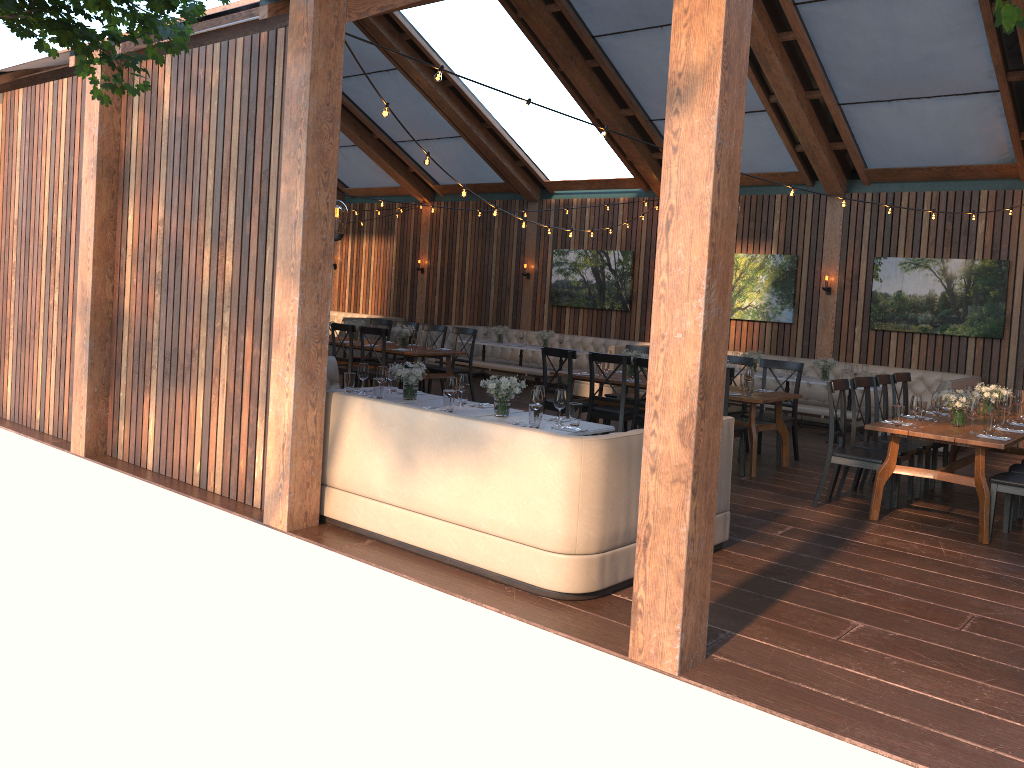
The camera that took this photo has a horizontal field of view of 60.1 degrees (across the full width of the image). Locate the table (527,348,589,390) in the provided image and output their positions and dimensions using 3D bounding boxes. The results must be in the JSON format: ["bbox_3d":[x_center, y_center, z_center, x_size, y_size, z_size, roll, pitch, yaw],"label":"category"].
[{"bbox_3d":[0.764,-0.196,13.990,0.801,0.670,0.799,7,6,39],"label":"table"}]

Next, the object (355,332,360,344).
[{"bbox_3d":[-2.073,-0.621,11.895,0.092,0.158,0.092,0,5,-44],"label":"object"}]

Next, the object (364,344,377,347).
[{"bbox_3d":[-1.847,-0.510,11.647,0.158,0.019,0.255,9,8,39],"label":"object"}]

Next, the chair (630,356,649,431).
[{"bbox_3d":[1.437,0.264,8.502,0.539,1.017,0.479,0,4,-45],"label":"chair"}]

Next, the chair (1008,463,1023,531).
[{"bbox_3d":[4.107,0.620,6.747,0.541,1.017,0.477,6,4,34],"label":"chair"}]

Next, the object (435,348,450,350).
[{"bbox_3d":[-0.934,-0.462,11.730,0.158,0.019,0.255,9,8,39],"label":"object"}]

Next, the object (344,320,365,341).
[{"bbox_3d":[-2.221,-0.760,12.400,0.330,0.308,0.336,7,5,35],"label":"object"}]

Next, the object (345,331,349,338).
[{"bbox_3d":[-2.386,-0.749,12.900,0.091,0.158,0.092,2,4,-24],"label":"object"}]

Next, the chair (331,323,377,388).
[{"bbox_3d":[-2.050,-0.265,11.386,0.479,1.017,0.539,6,4,42],"label":"chair"}]

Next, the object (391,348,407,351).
[{"bbox_3d":[-1.401,-0.442,11.274,0.158,0.019,0.255,9,8,39],"label":"object"}]

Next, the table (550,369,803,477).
[{"bbox_3d":[1.619,0.348,9.179,2.440,0.727,0.951,8,7,39],"label":"table"}]

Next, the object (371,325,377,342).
[{"bbox_3d":[-1.940,-0.709,12.399,0.092,0.244,0.092,6,4,37],"label":"object"}]

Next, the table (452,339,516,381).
[{"bbox_3d":[-0.488,-0.387,15.030,0.801,0.670,0.799,7,6,38],"label":"table"}]

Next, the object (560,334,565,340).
[{"bbox_3d":[0.790,-0.669,14.129,0.092,0.244,0.092,3,3,-3],"label":"object"}]

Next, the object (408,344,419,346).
[{"bbox_3d":[-1.384,-0.531,12.104,0.158,0.019,0.255,9,8,39],"label":"object"}]

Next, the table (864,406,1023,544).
[{"bbox_3d":[3.807,0.677,7.394,0.954,0.727,2.432,7,7,39],"label":"table"}]

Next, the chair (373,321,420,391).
[{"bbox_3d":[-1.664,-0.385,12.726,0.479,1.017,0.540,6,4,34],"label":"chair"}]

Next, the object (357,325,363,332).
[{"bbox_3d":[-2.066,-0.677,12.018,0.092,0.244,0.092,6,4,37],"label":"object"}]

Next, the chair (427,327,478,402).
[{"bbox_3d":[-0.805,-0.255,12.012,0.479,1.017,0.539,7,4,44],"label":"chair"}]

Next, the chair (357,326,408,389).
[{"bbox_3d":[-1.621,-0.199,11.029,0.479,1.017,0.540,6,4,34],"label":"chair"}]

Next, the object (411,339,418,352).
[{"bbox_3d":[-1.233,-0.492,11.182,0.092,0.158,0.092,3,3,-14],"label":"object"}]

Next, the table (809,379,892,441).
[{"bbox_3d":[4.231,0.330,11.109,0.801,0.670,0.799,7,6,39],"label":"table"}]

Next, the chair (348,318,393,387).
[{"bbox_3d":[-2.094,-0.451,13.083,0.479,1.017,0.539,6,4,39],"label":"chair"}]

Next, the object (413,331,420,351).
[{"bbox_3d":[-1.222,-0.550,11.329,0.092,0.244,0.092,6,4,42],"label":"object"}]

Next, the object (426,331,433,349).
[{"bbox_3d":[-1.097,-0.582,11.697,0.092,0.244,0.092,2,3,-25],"label":"object"}]

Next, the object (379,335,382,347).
[{"bbox_3d":[-1.690,-0.559,11.545,0.091,0.158,0.092,2,4,-24],"label":"object"}]

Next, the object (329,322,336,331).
[{"bbox_3d":[-2.516,-0.746,12.403,0.092,0.244,0.092,3,3,-3],"label":"object"}]

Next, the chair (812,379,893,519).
[{"bbox_3d":[2.782,0.497,7.120,0.541,1.017,0.477,6,4,34],"label":"chair"}]

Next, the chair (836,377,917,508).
[{"bbox_3d":[3.140,0.473,7.551,0.541,1.017,0.477,6,4,39],"label":"chair"}]

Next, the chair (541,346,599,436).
[{"bbox_3d":[0.580,0.134,9.211,0.539,1.017,0.479,1,4,-43],"label":"chair"}]

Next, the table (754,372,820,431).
[{"bbox_3d":[3.605,0.235,11.629,0.801,0.670,0.799,7,6,40],"label":"table"}]

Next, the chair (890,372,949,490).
[{"bbox_3d":[3.855,0.424,8.413,0.541,1.017,0.477,6,4,39],"label":"chair"}]

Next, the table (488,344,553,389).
[{"bbox_3d":[0.138,-0.291,14.510,0.801,0.670,0.799,7,6,40],"label":"table"}]

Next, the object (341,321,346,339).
[{"bbox_3d":[-2.423,-0.778,12.755,0.092,0.244,0.092,5,3,20],"label":"object"}]

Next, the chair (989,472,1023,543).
[{"bbox_3d":[3.749,0.644,6.316,0.541,1.017,0.477,7,4,44],"label":"chair"}]

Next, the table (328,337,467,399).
[{"bbox_3d":[-1.841,-0.178,12.055,2.440,0.727,0.951,8,7,39],"label":"table"}]

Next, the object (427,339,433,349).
[{"bbox_3d":[-1.097,-0.550,11.797,0.092,0.158,0.092,3,3,-14],"label":"object"}]

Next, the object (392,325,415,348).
[{"bbox_3d":[-1.435,-0.637,11.709,0.329,0.308,0.338,3,5,-13],"label":"object"}]

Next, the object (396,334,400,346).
[{"bbox_3d":[-1.554,-0.648,12.037,0.092,0.244,0.092,3,3,-8],"label":"object"}]

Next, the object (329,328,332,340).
[{"bbox_3d":[-2.526,-0.690,12.270,0.092,0.158,0.092,1,4,-34],"label":"object"}]

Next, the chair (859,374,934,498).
[{"bbox_3d":[3.498,0.448,7.982,0.541,1.017,0.477,6,4,34],"label":"chair"}]

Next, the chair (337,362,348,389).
[{"bbox_3d":[-2.496,-0.329,11.724,0.479,1.017,0.540,6,4,34],"label":"chair"}]

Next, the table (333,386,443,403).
[{"bbox_3d":[-1.090,0.417,7.246,0.801,0.670,0.799,7,6,38],"label":"table"}]

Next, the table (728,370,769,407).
[{"bbox_3d":[2.979,0.140,12.149,0.801,0.670,0.799,7,6,38],"label":"table"}]

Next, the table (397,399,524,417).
[{"bbox_3d":[-0.464,0.512,6.726,0.801,0.670,0.799,7,6,40],"label":"table"}]

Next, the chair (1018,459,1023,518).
[{"bbox_3d":[4.465,0.595,7.178,0.541,1.017,0.477,6,4,39],"label":"chair"}]

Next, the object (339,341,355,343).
[{"bbox_3d":[-2.232,-0.570,11.982,0.158,0.019,0.255,9,8,39],"label":"object"}]

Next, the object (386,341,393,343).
[{"bbox_3d":[-1.792,-0.590,12.453,0.158,0.019,0.255,9,8,39],"label":"object"}]

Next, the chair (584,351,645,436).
[{"bbox_3d":[1.034,0.199,8.871,0.479,1.017,0.540,6,4,36],"label":"chair"}]

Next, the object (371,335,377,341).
[{"bbox_3d":[-1.954,-0.683,12.503,0.091,0.158,0.092,2,4,-24],"label":"object"}]

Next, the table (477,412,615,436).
[{"bbox_3d":[0.162,0.607,6.206,0.801,0.670,0.799,7,6,39],"label":"table"}]

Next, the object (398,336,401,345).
[{"bbox_3d":[-1.526,-0.618,12.183,0.092,0.158,0.092,4,3,6],"label":"object"}]

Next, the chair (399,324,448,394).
[{"bbox_3d":[-1.235,-0.320,12.369,0.479,1.017,0.539,6,4,39],"label":"chair"}]
